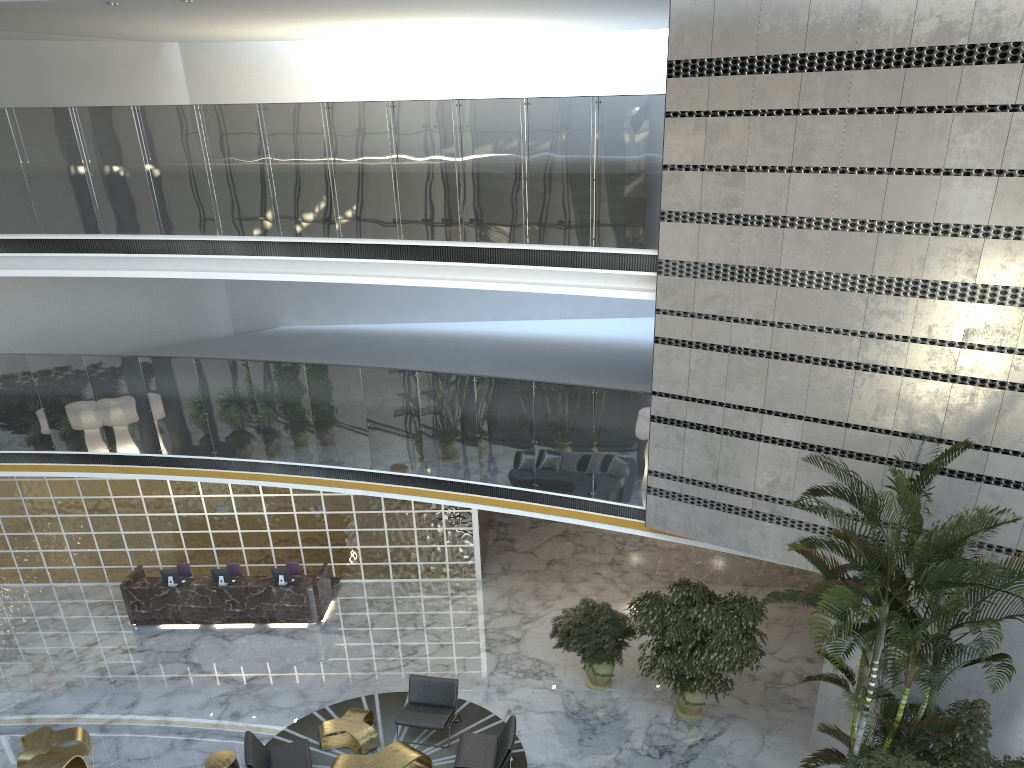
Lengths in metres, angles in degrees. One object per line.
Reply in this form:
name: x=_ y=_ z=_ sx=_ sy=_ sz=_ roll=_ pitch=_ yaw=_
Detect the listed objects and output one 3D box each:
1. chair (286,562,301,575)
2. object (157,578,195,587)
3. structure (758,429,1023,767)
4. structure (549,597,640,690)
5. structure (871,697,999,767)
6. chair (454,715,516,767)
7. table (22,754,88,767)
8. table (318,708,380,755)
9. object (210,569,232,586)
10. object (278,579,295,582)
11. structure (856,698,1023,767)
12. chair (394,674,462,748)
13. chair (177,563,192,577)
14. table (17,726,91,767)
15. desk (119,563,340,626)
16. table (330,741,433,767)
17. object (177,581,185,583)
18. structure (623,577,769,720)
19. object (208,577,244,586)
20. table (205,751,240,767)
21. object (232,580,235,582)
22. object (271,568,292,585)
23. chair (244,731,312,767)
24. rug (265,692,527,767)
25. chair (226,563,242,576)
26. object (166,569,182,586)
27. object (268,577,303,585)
chair: x=-3.636 y=3.287 z=14.210 sx=0.257 sy=0.655 sz=0.306 roll=-1 pitch=25 yaw=2
object: x=-5.449 y=3.232 z=13.853 sx=0.510 sy=0.005 sz=0.372 roll=0 pitch=17 yaw=1
structure: x=3.554 y=2.824 z=8.370 sx=2.260 sy=5.204 sz=2.436 roll=22 pitch=34 yaw=40
structure: x=1.174 y=3.649 z=12.077 sx=1.174 sy=1.487 sz=1.068 roll=-19 pitch=29 yaw=-35
structure: x=4.594 y=4.264 z=9.497 sx=1.134 sy=1.729 sz=1.242 roll=-5 pitch=24 yaw=-8
chair: x=-0.309 y=4.506 z=10.476 sx=0.726 sy=0.752 sz=0.648 roll=0 pitch=22 yaw=3
table: x=-5.543 y=4.865 z=10.032 sx=1.204 sy=0.479 sz=1.380 roll=11 pitch=21 yaw=32
table: x=-2.093 y=4.526 z=11.240 sx=0.848 sy=0.306 sz=0.681 roll=3 pitch=19 yaw=13
object: x=-4.654 y=3.091 z=13.718 sx=0.291 sy=0.329 sz=0.101 roll=-1 pitch=26 yaw=1
object: x=-3.668 y=3.187 z=13.903 sx=0.264 sy=0.012 sz=0.064 roll=-1 pitch=17 yaw=0
structure: x=4.101 y=4.260 z=8.076 sx=1.803 sy=2.568 sz=1.718 roll=8 pitch=26 yaw=22
chair: x=-1.100 y=4.287 z=11.234 sx=0.713 sy=0.752 sz=0.660 roll=4 pitch=23 yaw=12
chair: x=-5.447 y=3.307 z=14.213 sx=0.257 sy=0.655 sz=0.306 roll=-1 pitch=25 yaw=2
table: x=-5.868 y=4.664 z=10.992 sx=0.795 sy=0.326 sz=0.828 roll=-8 pitch=20 yaw=-22
desk: x=-4.643 y=3.375 z=14.418 sx=3.153 sy=0.798 sz=1.426 roll=-1 pitch=19 yaw=1
table: x=-1.552 y=4.763 z=10.183 sx=1.364 sy=0.448 sz=1.066 roll=-8 pitch=19 yaw=-20
object: x=-5.440 y=3.207 z=13.906 sx=0.264 sy=0.012 sz=0.064 roll=-1 pitch=17 yaw=0
structure: x=2.387 y=3.525 z=11.201 sx=1.632 sy=2.211 sz=1.806 roll=-10 pitch=24 yaw=-19
object: x=-4.638 y=3.223 z=13.852 sx=0.510 sy=0.005 sz=0.372 roll=0 pitch=17 yaw=1
table: x=-3.459 y=4.718 z=10.311 sx=0.419 sy=0.557 sz=0.417 roll=14 pitch=28 yaw=31
object: x=-4.629 y=3.198 z=13.905 sx=0.264 sy=0.012 sz=0.064 roll=-1 pitch=17 yaw=0
object: x=-3.693 y=3.080 z=13.717 sx=0.291 sy=0.329 sz=0.101 roll=-1 pitch=26 yaw=1
chair: x=-2.797 y=4.577 z=10.336 sx=0.728 sy=0.752 sz=0.645 roll=-8 pitch=23 yaw=-15
rug: x=-1.576 y=4.852 z=10.699 sx=3.517 sy=0.021 sz=3.199 roll=1 pitch=17 yaw=6
chair: x=-4.620 y=3.298 z=14.212 sx=0.257 sy=0.655 sz=0.306 roll=-1 pitch=25 yaw=2
object: x=-5.465 y=3.101 z=13.720 sx=0.291 sy=0.329 sz=0.101 roll=-1 pitch=26 yaw=1
object: x=-3.677 y=3.212 z=13.850 sx=0.510 sy=0.005 sz=0.372 roll=0 pitch=17 yaw=1
